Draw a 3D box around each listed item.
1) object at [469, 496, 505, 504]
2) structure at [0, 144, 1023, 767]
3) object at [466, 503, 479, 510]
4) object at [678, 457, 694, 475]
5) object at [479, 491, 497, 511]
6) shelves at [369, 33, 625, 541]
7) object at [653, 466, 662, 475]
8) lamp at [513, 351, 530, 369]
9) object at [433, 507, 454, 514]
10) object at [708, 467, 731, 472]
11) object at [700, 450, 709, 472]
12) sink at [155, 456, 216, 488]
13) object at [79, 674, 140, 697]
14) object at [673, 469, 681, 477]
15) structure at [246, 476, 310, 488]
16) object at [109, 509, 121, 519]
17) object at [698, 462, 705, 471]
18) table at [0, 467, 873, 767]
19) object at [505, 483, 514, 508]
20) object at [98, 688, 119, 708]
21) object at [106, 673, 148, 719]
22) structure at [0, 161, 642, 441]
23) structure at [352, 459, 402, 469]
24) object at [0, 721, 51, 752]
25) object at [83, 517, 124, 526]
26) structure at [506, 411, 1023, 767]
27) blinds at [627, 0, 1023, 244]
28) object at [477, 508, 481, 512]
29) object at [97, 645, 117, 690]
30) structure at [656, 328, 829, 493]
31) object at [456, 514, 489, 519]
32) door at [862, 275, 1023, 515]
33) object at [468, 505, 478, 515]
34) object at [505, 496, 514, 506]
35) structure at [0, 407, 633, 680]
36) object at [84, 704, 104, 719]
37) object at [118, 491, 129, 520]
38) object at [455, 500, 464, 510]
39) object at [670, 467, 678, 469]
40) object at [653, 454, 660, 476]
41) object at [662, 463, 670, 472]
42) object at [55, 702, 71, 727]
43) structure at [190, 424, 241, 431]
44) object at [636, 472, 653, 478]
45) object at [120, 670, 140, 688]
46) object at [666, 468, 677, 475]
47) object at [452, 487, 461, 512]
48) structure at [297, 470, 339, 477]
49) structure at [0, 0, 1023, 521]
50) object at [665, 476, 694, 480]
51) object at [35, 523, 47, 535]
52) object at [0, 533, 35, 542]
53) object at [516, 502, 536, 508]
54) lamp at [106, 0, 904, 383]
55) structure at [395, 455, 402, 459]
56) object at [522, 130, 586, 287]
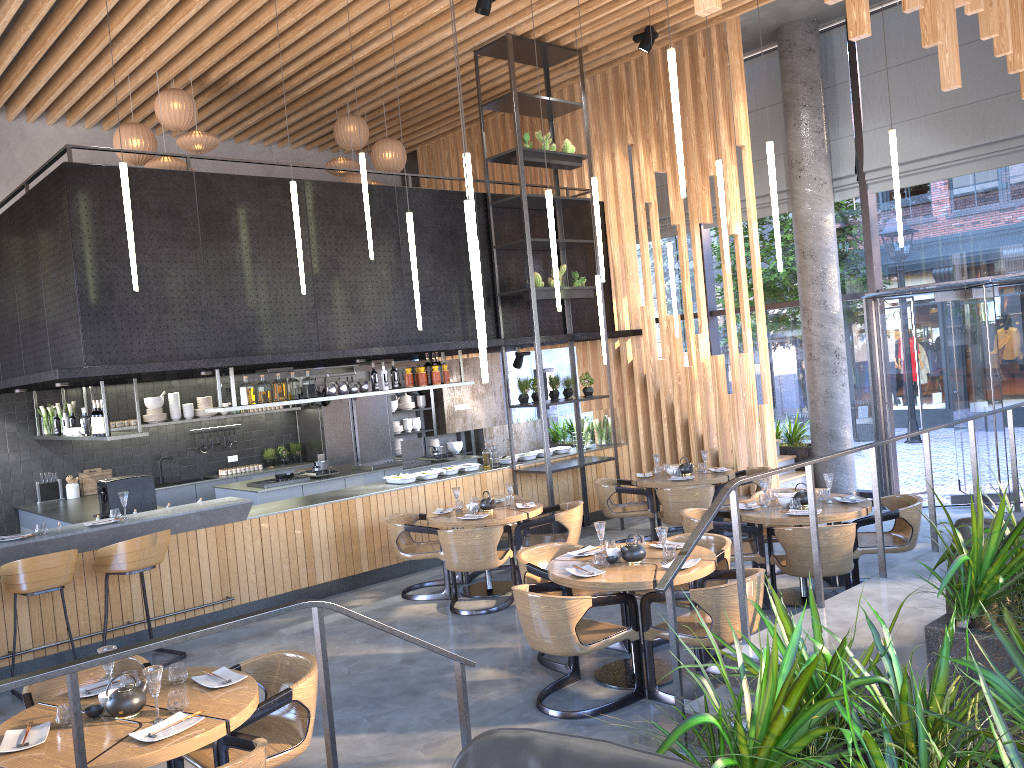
[{"bbox_3d":[-0.247,1.130,8.698,0.335,0.086,0.253,-5,1,7],"label":"object"},{"bbox_3d":[-1.666,-0.116,8.129,11.718,4.117,9.054,-7,2,-41],"label":"structure"},{"bbox_3d":[-0.369,1.162,8.316,0.116,0.065,0.116,-4,2,34],"label":"object"},{"bbox_3d":[1.851,0.871,9.458,0.163,0.179,0.168,-5,1,11],"label":"object"},{"bbox_3d":[-0.226,1.091,8.303,0.168,0.179,0.163,-5,1,14],"label":"object"},{"bbox_3d":[-0.760,-0.971,12.354,1.247,5.690,5.494,-6,2,-31],"label":"shelves"},{"bbox_3d":[1.578,0.939,9.620,0.086,0.086,0.086,-4,2,31],"label":"object"},{"bbox_3d":[0.124,-0.427,14.169,0.270,0.367,0.302,-6,2,-36],"label":"lamp"},{"bbox_3d":[-0.648,1.205,8.434,0.170,0.025,0.294,-5,1,7],"label":"object"},{"bbox_3d":[2.207,0.915,9.470,0.170,0.025,0.294,-5,1,-6],"label":"object"},{"bbox_3d":[2.065,0.826,9.478,0.082,0.227,0.082,-4,2,43],"label":"object"},{"bbox_3d":[-4.620,1.244,11.949,1.111,0.547,0.498,-7,2,-41],"label":"sink"},{"bbox_3d":[-1.909,1.427,4.197,0.294,0.025,0.170,-7,2,-44],"label":"object"},{"bbox_3d":[1.723,0.934,9.267,0.086,0.086,0.086,-5,1,8],"label":"object"},{"bbox_3d":[-2.862,1.183,10.861,0.599,0.060,0.510,-7,2,-41],"label":"structure"},{"bbox_3d":[-3.345,1.099,7.476,0.086,0.086,0.086,-7,2,-41],"label":"object"},{"bbox_3d":[2.052,0.896,9.583,0.086,0.086,0.086,-4,2,41],"label":"object"},{"bbox_3d":[0.802,1.430,5.417,10.659,0.968,6.876,-6,2,-41],"label":"table"},{"bbox_3d":[-0.015,1.047,8.321,0.082,0.227,0.082,-4,2,43],"label":"object"},{"bbox_3d":[-1.766,1.400,3.927,0.116,0.065,0.116,-5,2,27],"label":"object"},{"bbox_3d":[-1.664,1.336,3.823,0.168,0.179,0.163,-5,1,-3],"label":"object"},{"bbox_3d":[-1.955,-0.885,11.493,8.600,2.382,4.958,-7,2,-41],"label":"structure"},{"bbox_3d":[-1.751,1.056,11.840,0.599,0.060,0.510,-7,2,-41],"label":"structure"},{"bbox_3d":[-1.999,1.449,3.646,0.170,0.025,0.294,-6,2,-22],"label":"object"},{"bbox_3d":[-3.340,1.134,7.286,0.294,0.025,0.170,-7,2,-43],"label":"object"},{"bbox_3d":[2.045,0.917,8.480,4.306,1.608,15.715,-5,1,-3],"label":"structure"},{"bbox_3d":[3.493,-3.143,7.128,8.760,2.314,17.610,-5,1,2],"label":"blinds"},{"bbox_3d":[-0.329,1.172,8.213,0.080,0.042,0.080,-4,2,34],"label":"object"},{"bbox_3d":[-1.846,1.322,4.065,0.082,0.227,0.082,-5,1,18],"label":"object"},{"bbox_3d":[2.557,0.399,11.396,1.000,2.400,2.530,-7,2,-41],"label":"structure"},{"bbox_3d":[-0.372,1.191,7.949,0.294,0.025,0.170,-4,2,29],"label":"object"},{"bbox_3d":[5.220,0.124,10.014,2.186,2.526,2.186,-6,2,-21],"label":"door"},{"bbox_3d":[-0.357,1.155,8.110,0.086,0.086,0.086,-5,1,12],"label":"object"},{"bbox_3d":[-0.028,1.117,8.426,0.086,0.086,0.086,-5,1,-4],"label":"object"},{"bbox_3d":[-3.290,1.468,10.319,8.945,1.400,4.889,-7,2,-41],"label":"structure"},{"bbox_3d":[-1.800,1.417,3.823,0.080,0.042,0.080,-5,1,13],"label":"object"},{"bbox_3d":[-3.250,1.020,7.436,0.082,0.227,0.082,-5,1,-7],"label":"object"},{"bbox_3d":[-0.502,1.159,8.463,0.086,0.086,0.086,-4,2,35],"label":"object"},{"bbox_3d":[1.861,0.937,9.895,0.294,0.025,0.170,-5,1,7],"label":"object"},{"bbox_3d":[1.560,0.871,9.534,0.082,0.227,0.082,-5,1,-9],"label":"object"},{"bbox_3d":[1.703,0.923,9.790,0.086,0.086,0.086,-4,2,35],"label":"object"},{"bbox_3d":[-1.886,1.404,3.760,0.086,0.086,0.086,-6,2,-39],"label":"object"},{"bbox_3d":[-4.230,0.620,12.650,0.743,0.018,0.074,-7,2,-41],"label":"structure"},{"bbox_3d":[1.432,0.984,9.592,0.170,0.025,0.294,-5,1,7],"label":"object"},{"bbox_3d":[-1.778,1.385,4.126,0.086,0.086,0.086,-6,1,-16],"label":"object"},{"bbox_3d":[1.711,0.941,9.473,0.116,0.065,0.116,-4,2,34],"label":"object"},{"bbox_3d":[-0.519,1.092,8.377,0.082,0.227,0.082,-6,2,-21],"label":"object"},{"bbox_3d":[-2.457,1.115,11.216,0.317,0.060,0.502,-7,2,-41],"label":"structure"},{"bbox_3d":[-2.130,-0.842,7.902,10.399,5.894,10.127,-7,2,-41],"label":"structure"},{"bbox_3d":[1.708,0.970,9.106,0.294,0.025,0.170,-4,2,29],"label":"object"},{"bbox_3d":[-3.717,1.145,7.000,0.086,0.086,0.086,-5,2,24],"label":"object"},{"bbox_3d":[-3.847,1.192,6.869,0.294,0.025,0.170,-5,1,-4],"label":"object"},{"bbox_3d":[0.128,1.136,8.313,0.170,0.025,0.294,-5,1,-6],"label":"object"},{"bbox_3d":[-3.209,-4.905,7.782,8.975,10.231,8.774,-7,2,-43],"label":"lamp"},{"bbox_3d":[-1.346,0.988,12.195,0.317,0.060,0.502,-7,2,-41],"label":"structure"},{"bbox_3d":[0.455,-2.001,10.201,0.922,1.819,0.232,-7,2,-41],"label":"object"}]
